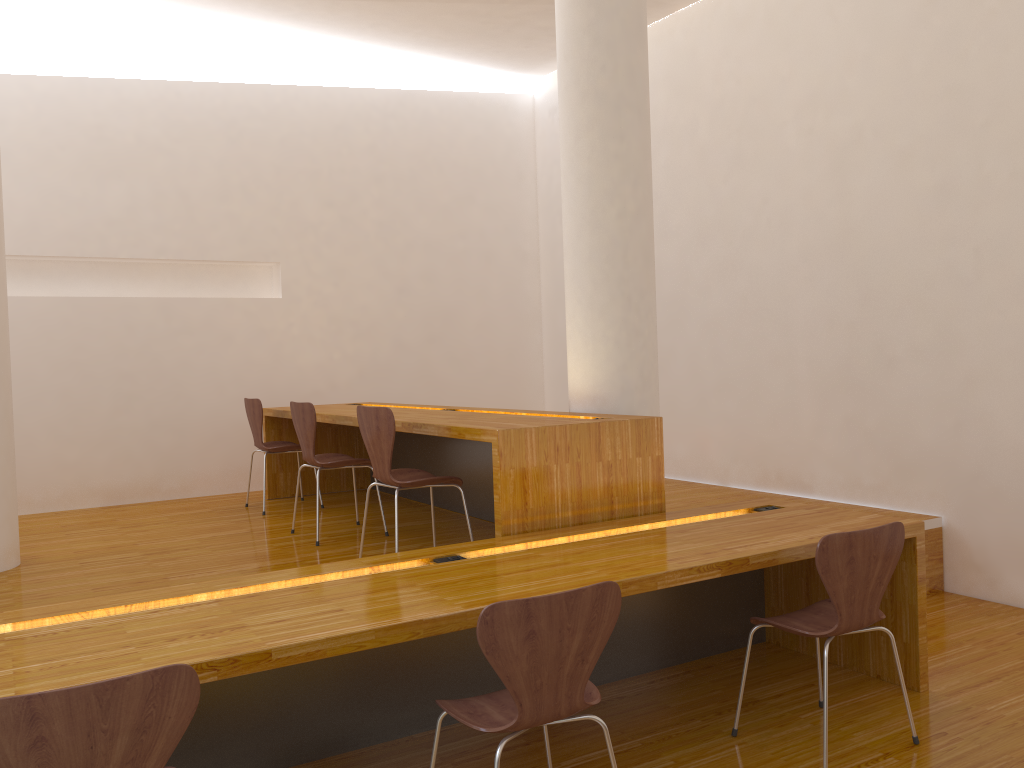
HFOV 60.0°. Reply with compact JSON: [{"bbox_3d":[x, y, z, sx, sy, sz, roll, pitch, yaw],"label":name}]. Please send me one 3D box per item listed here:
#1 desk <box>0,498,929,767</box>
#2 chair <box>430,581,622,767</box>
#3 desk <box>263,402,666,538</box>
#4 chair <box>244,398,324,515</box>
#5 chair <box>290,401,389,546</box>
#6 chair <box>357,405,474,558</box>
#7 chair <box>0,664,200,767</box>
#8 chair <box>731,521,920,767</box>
[{"bbox_3d":[-0.086,0.858,2.678,3.185,0.606,0.760,-3,1,-30],"label":"desk"},{"bbox_3d":[0.021,0.817,2.175,0.428,0.693,0.381,-3,1,-30],"label":"chair"},{"bbox_3d":[-0.520,0.449,4.735,0.760,0.606,3.185,-3,1,-30],"label":"desk"},{"bbox_3d":[-1.434,0.425,5.523,0.381,0.693,0.428,-3,1,-30],"label":"chair"},{"bbox_3d":[-0.900,0.428,4.540,0.381,0.693,0.428,-3,1,-30],"label":"chair"},{"bbox_3d":[-0.408,0.429,3.702,0.381,0.693,0.428,-3,1,-30],"label":"chair"},{"bbox_3d":[-0.815,0.858,1.683,0.428,0.693,0.381,-3,1,-30],"label":"chair"},{"bbox_3d":[0.966,0.769,2.775,0.428,0.693,0.381,-3,1,-30],"label":"chair"}]
